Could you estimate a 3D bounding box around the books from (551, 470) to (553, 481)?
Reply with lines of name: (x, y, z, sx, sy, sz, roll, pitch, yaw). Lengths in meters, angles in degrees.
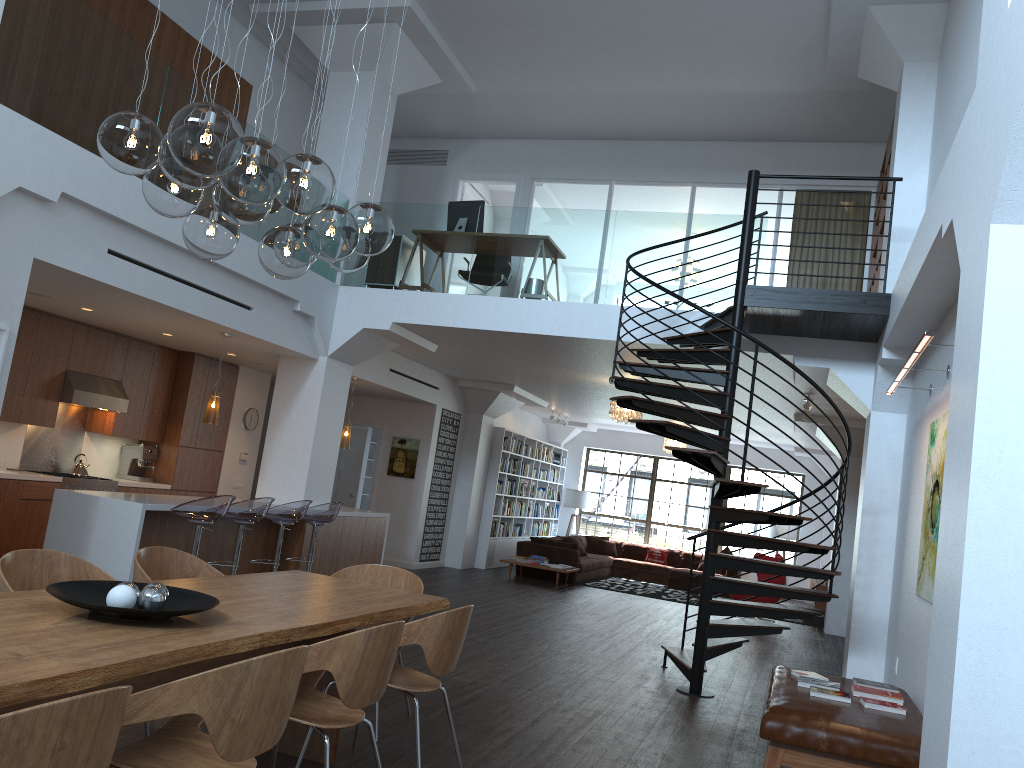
books: (0.750, 1.904, 18.508, 0.183, 0.253, 0.034, 6, -7, 18)

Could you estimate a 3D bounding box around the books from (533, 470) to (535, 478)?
books: (0.379, 1.752, 17.312, 0.107, 0.167, 0.017, 6, -7, 18)

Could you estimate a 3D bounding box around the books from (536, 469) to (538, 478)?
books: (0.424, 1.760, 17.473, 0.146, 0.202, 0.027, 6, -7, 18)

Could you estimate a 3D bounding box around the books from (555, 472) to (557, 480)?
books: (0.853, 1.972, 18.832, 0.161, 0.223, 0.027, 6, -7, 18)

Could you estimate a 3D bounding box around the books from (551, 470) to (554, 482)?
books: (0.764, 1.909, 18.539, 0.183, 0.253, 0.034, 6, -7, 18)

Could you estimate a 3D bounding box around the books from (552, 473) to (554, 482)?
books: (0.787, 1.938, 18.619, 0.161, 0.223, 0.027, 6, -7, 18)

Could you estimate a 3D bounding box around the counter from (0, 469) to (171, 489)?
counter: (-5.060, 0.878, 8.741, 0.600, 0.050, 4.387, 6, -7, 18)

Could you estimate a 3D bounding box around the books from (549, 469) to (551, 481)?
books: (0.698, 1.864, 18.368, 0.198, 0.284, 0.066, 6, -7, 18)

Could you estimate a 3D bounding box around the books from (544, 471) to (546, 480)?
books: (0.611, 1.862, 18.088, 0.136, 0.196, 0.045, 6, -7, 18)

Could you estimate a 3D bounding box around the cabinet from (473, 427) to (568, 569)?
cabinet: (0.169, 2.265, 17.269, 0.461, 2.414, 4.500, 6, -7, 18)

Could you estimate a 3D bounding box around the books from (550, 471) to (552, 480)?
books: (0.731, 1.907, 18.426, 0.161, 0.223, 0.026, 6, -7, 18)

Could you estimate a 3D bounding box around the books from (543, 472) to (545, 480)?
books: (0.590, 1.860, 18.015, 0.128, 0.178, 0.021, 6, -7, 18)

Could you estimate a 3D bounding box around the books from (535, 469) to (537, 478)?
books: (0.402, 1.756, 17.417, 0.139, 0.191, 0.036, 6, -7, 18)

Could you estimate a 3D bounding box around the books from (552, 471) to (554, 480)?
books: (0.774, 1.920, 18.582, 0.171, 0.246, 0.057, 6, -7, 18)

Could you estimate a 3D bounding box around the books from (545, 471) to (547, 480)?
books: (0.626, 1.872, 18.125, 0.139, 0.191, 0.036, 6, -7, 18)

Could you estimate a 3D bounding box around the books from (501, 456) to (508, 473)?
books: (-0.174, 1.402, 15.564, 0.176, 0.290, 0.053, 6, -7, 18)

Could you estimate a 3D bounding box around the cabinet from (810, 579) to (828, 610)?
cabinet: (5.451, 3.562, 15.370, 0.459, 0.350, 4.501, 6, -7, 18)

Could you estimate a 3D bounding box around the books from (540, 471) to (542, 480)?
books: (0.525, 1.828, 17.799, 0.126, 0.173, 0.032, 6, -7, 18)

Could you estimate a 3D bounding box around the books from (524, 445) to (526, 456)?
books: (0.177, 1.243, 16.607, 0.146, 0.202, 0.027, 6, -7, 18)

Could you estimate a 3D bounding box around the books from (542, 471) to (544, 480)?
books: (0.570, 1.852, 17.968, 0.128, 0.178, 0.022, 6, -7, 18)

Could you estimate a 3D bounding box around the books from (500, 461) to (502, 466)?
books: (-0.277, 1.408, 15.277, 0.161, 0.182, 0.170, 6, -7, 18)

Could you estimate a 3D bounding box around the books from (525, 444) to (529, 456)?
books: (0.237, 1.259, 16.791, 0.140, 0.231, 0.042, 6, -7, 18)

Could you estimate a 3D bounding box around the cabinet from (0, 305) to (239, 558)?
cabinet: (-4.865, 0.541, 9.220, 0.598, 2.499, 5.299, 6, -7, 18)

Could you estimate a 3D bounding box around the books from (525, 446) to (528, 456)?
books: (0.213, 1.260, 16.708, 0.146, 0.202, 0.027, 6, -7, 18)

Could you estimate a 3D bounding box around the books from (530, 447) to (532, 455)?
books: (0.298, 1.307, 16.989, 0.127, 0.200, 0.020, 6, -7, 18)

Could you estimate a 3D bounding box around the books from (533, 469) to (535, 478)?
books: (0.386, 1.756, 17.363, 0.126, 0.173, 0.032, 6, -7, 18)

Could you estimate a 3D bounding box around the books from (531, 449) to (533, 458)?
books: (0.324, 1.332, 17.077, 0.128, 0.178, 0.022, 6, -7, 18)

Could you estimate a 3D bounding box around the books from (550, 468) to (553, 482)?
books: (0.739, 1.879, 18.470, 0.176, 0.290, 0.053, 6, -7, 18)

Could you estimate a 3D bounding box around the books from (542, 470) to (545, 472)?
books: (0.600, 1.855, 18.057, 0.127, 0.200, 0.020, 6, -7, 18)

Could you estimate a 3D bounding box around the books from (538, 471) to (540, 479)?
books: (0.483, 1.792, 17.667, 0.127, 0.200, 0.020, 6, -7, 18)

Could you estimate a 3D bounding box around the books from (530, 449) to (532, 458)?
books: (0.309, 1.322, 17.006, 0.128, 0.178, 0.022, 6, -7, 18)

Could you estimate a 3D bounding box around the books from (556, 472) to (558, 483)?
books: (0.886, 1.989, 18.929, 0.161, 0.223, 0.026, 6, -7, 18)

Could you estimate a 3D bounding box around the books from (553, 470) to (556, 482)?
books: (0.814, 1.935, 18.690, 0.183, 0.253, 0.034, 6, -7, 18)

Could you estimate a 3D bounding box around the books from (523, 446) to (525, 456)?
books: (0.164, 1.246, 16.545, 0.128, 0.178, 0.021, 6, -7, 18)

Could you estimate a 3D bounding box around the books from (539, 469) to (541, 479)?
books: (0.493, 1.795, 17.691, 0.146, 0.202, 0.027, 6, -7, 18)

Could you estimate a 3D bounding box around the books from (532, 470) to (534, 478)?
books: (0.358, 1.744, 17.266, 0.120, 0.167, 0.020, 6, -7, 18)

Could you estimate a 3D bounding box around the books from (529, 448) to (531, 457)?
books: (0.279, 1.300, 16.918, 0.139, 0.191, 0.036, 6, -7, 18)

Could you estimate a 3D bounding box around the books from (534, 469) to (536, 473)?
books: (0.395, 1.758, 17.388, 0.128, 0.178, 0.021, 6, -7, 18)

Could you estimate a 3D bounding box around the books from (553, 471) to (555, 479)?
books: (0.791, 1.934, 18.656, 0.174, 0.240, 0.045, 6, -7, 18)

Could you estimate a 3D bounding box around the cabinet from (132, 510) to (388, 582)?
cabinet: (-2.744, 1.714, 9.329, 0.898, 0.796, 4.493, 6, -7, 18)

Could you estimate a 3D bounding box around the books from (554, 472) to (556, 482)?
books: (0.832, 1.944, 18.771, 0.180, 0.259, 0.060, 6, -7, 18)

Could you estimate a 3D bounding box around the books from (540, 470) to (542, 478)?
books: (0.507, 1.810, 17.748, 0.139, 0.191, 0.036, 6, -7, 18)

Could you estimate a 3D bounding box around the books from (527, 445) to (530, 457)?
books: (0.247, 1.268, 16.839, 0.158, 0.226, 0.052, 6, -7, 18)

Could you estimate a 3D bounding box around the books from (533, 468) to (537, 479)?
books: (0.407, 1.755, 17.450, 0.146, 0.202, 0.027, 6, -7, 18)

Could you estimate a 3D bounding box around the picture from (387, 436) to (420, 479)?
picture: (-1.663, 1.125, 13.584, 0.450, 0.600, 0.030, 6, -7, 18)

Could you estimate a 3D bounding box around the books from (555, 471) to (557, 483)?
books: (0.856, 1.961, 18.864, 0.183, 0.253, 0.034, 6, -7, 18)

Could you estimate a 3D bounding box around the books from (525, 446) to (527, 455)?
books: (0.193, 1.248, 16.630, 0.146, 0.202, 0.027, 6, -7, 18)

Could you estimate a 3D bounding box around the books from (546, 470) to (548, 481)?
books: (0.647, 1.867, 18.214, 0.158, 0.226, 0.052, 6, -7, 18)

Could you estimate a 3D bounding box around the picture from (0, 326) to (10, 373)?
picture: (-3.511, -0.172, 5.731, 0.018, 0.500, 0.500, 6, -7, 18)

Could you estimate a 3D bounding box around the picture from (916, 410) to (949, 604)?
picture: (2.730, 0.790, 5.718, 0.010, 1.200, 1.095, 6, -7, 18)

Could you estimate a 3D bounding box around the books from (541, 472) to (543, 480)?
books: (0.556, 1.845, 17.865, 0.106, 0.162, 0.032, 6, -7, 18)

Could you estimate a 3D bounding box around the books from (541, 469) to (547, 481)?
books: (0.636, 1.858, 18.167, 0.140, 0.231, 0.042, 6, -7, 18)

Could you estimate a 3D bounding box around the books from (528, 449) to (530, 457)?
books: (0.265, 1.274, 16.884, 0.140, 0.231, 0.042, 6, -7, 18)

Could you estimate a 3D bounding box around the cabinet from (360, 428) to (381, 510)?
cabinet: (-2.873, 1.327, 15.510, 0.527, 2.991, 2.630, 6, -7, 18)

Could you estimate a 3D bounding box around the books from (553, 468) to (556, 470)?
books: (0.819, 1.921, 18.728, 0.176, 0.290, 0.036, 6, -7, 18)

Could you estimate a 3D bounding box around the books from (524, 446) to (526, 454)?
books: (0.171, 1.244, 16.574, 0.139, 0.191, 0.036, 6, -7, 18)

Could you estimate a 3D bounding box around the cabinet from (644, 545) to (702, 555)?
cabinet: (3.444, 3.792, 18.516, 1.520, 0.625, 0.350, 6, -7, 18)

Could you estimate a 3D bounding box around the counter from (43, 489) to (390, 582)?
counter: (-2.366, 1.528, 7.513, 3.039, 0.860, 8.182, 9, -7, -11)

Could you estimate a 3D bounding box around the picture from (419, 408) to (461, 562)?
picture: (-1.119, 1.606, 14.022, 0.021, 2.380, 0.800, 6, -7, 19)
